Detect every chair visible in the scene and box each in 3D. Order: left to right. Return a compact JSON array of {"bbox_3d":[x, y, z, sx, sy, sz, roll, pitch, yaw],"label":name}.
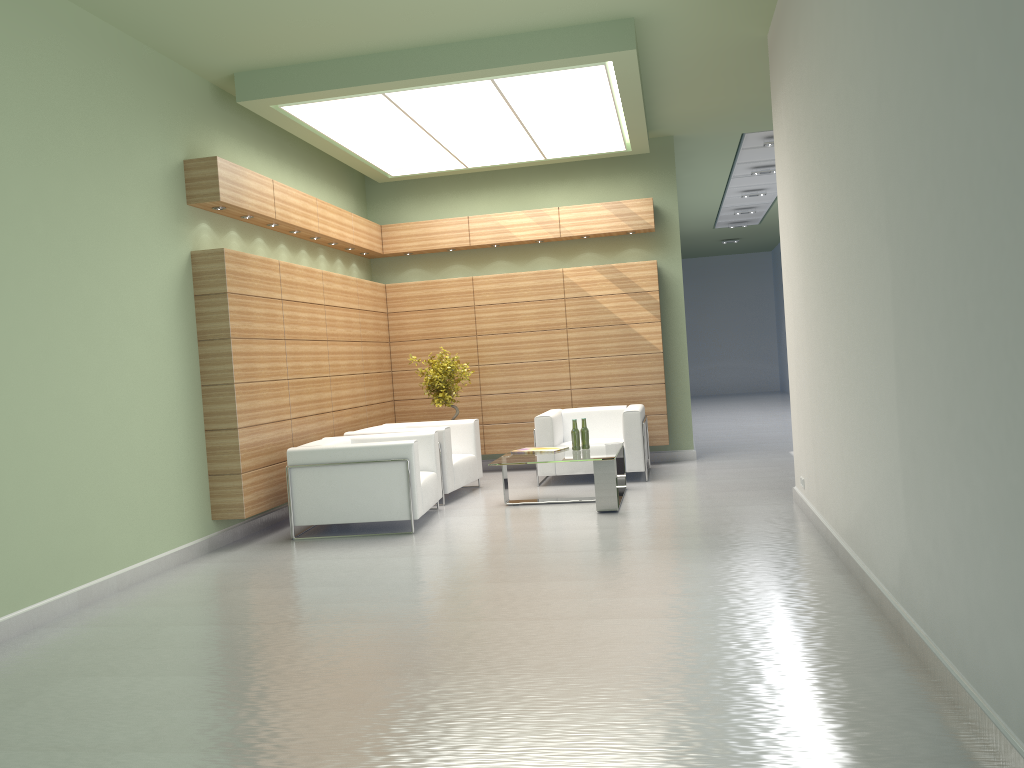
[{"bbox_3d":[-2.036,1.396,12.719,1.802,1.234,1.894,-4,1,6],"label":"chair"},{"bbox_3d":[-1.598,1.307,15.000,1.769,1.234,1.894,-4,1,16],"label":"chair"},{"bbox_3d":[1.464,1.069,15.892,1.894,1.234,1.802,-4,1,11],"label":"chair"}]

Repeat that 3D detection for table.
[{"bbox_3d":[0.760,1.401,13.422,1.783,0.742,2.197,-4,1,11],"label":"table"}]

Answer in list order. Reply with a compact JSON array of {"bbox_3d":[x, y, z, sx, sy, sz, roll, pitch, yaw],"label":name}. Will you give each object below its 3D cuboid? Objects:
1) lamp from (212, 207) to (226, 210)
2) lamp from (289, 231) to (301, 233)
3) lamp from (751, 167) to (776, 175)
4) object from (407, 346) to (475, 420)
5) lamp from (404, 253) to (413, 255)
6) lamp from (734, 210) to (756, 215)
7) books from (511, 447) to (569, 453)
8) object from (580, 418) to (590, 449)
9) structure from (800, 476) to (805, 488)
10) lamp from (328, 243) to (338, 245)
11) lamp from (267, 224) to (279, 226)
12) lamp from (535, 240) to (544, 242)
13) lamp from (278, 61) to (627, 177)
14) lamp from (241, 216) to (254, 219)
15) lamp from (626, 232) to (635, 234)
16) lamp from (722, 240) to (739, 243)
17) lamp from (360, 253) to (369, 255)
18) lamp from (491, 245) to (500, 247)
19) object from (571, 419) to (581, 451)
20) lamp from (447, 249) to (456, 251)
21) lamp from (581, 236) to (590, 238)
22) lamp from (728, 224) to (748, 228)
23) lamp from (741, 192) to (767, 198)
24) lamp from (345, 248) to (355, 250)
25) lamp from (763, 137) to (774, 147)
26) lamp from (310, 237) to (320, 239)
[{"bbox_3d":[-3.929,-2.381,11.895,0.181,0.074,0.181,-4,2,-18],"label":"lamp"},{"bbox_3d":[-3.492,-2.472,14.264,0.181,0.074,0.181,-4,2,-18],"label":"lamp"},{"bbox_3d":[6.037,-5.099,21.137,0.657,0.159,0.286,-4,1,11],"label":"lamp"},{"bbox_3d":[-1.307,0.571,16.581,1.201,2.565,1.116,-5,2,-21],"label":"object"},{"bbox_3d":[-2.106,-2.663,17.978,0.181,0.074,0.181,-4,1,5],"label":"lamp"},{"bbox_3d":[7.185,-5.336,27.350,0.657,0.159,0.286,-4,1,11],"label":"lamp"},{"bbox_3d":[0.436,1.028,13.825,0.762,0.025,0.508,-3,2,31],"label":"books"},{"bbox_3d":[1.114,0.761,13.588,0.131,0.475,0.131,-5,2,-25],"label":"object"},{"bbox_3d":[3.736,1.262,11.406,0.017,0.118,0.262,-4,1,11],"label":"structure"},{"bbox_3d":[-3.199,-2.532,15.849,0.181,0.074,0.181,-4,1,-6],"label":"lamp"},{"bbox_3d":[-3.637,-2.441,13.476,0.181,0.074,0.181,-4,1,-6],"label":"lamp"},{"bbox_3d":[0.542,-2.837,17.482,0.181,0.074,0.181,-4,1,5],"label":"lamp"},{"bbox_3d":[-0.574,-4.273,14.450,4.571,0.325,5.060,-4,1,11],"label":"lamp"},{"bbox_3d":[-3.785,-2.411,12.678,0.181,0.074,0.181,-4,1,-6],"label":"lamp"},{"bbox_3d":[2.296,-2.952,17.154,0.181,0.074,0.181,-4,1,5],"label":"lamp"},{"bbox_3d":[8.548,-5.618,34.731,0.657,0.159,0.286,-4,1,11],"label":"lamp"},{"bbox_3d":[-2.903,-2.593,17.450,0.181,0.074,0.181,-4,1,-6],"label":"lamp"},{"bbox_3d":[-0.332,-2.779,17.646,0.181,0.074,0.181,-5,2,-29],"label":"lamp"},{"bbox_3d":[0.965,0.773,13.493,0.131,0.475,0.131,-5,2,-25],"label":"object"},{"bbox_3d":[-1.224,-2.721,17.813,0.181,0.074,0.181,-4,1,5],"label":"lamp"},{"bbox_3d":[1.428,-2.895,17.317,0.181,0.074,0.181,-5,2,-29],"label":"lamp"},{"bbox_3d":[7.738,-5.451,30.345,0.657,0.159,0.286,-4,1,11],"label":"lamp"},{"bbox_3d":[6.616,-5.219,24.270,0.657,0.159,0.286,-4,1,11],"label":"lamp"},{"bbox_3d":[-3.050,-2.563,16.655,0.181,0.074,0.181,-4,2,-18],"label":"lamp"},{"bbox_3d":[5.483,-4.984,18.138,0.657,0.159,0.286,-4,1,11],"label":"lamp"},{"bbox_3d":[-3.344,-2.502,15.064,0.181,0.074,0.181,-4,1,-6],"label":"lamp"}]
